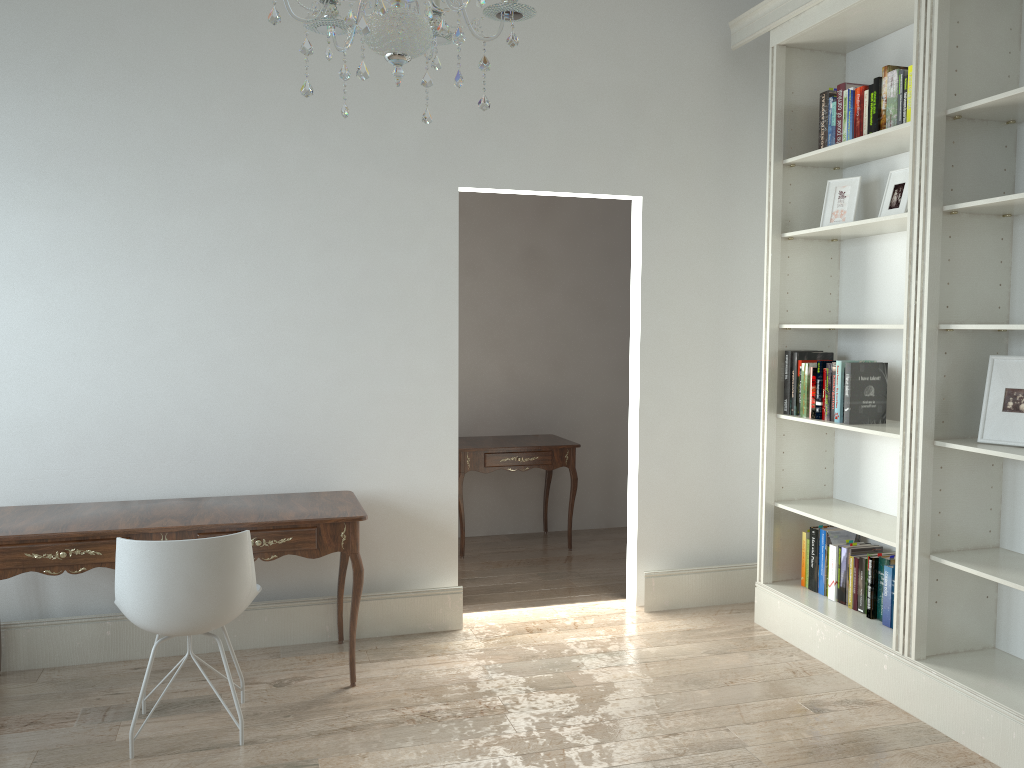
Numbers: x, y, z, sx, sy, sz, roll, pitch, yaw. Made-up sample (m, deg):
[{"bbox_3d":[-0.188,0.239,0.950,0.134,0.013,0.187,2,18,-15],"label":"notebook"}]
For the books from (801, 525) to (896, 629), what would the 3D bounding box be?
[{"bbox_3d":[1.524,0.798,3.718,0.207,0.302,0.762,-1,4,-16],"label":"books"}]

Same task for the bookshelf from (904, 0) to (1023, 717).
[{"bbox_3d":[1.753,-0.235,2.722,0.399,2.523,0.972,-1,4,-17],"label":"bookshelf"}]

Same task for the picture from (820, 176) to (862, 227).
[{"bbox_3d":[1.432,-0.780,3.852,0.094,0.228,0.153,-3,5,-41],"label":"picture"}]

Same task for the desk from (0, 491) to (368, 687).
[{"bbox_3d":[-1.308,0.821,3.408,1.443,0.668,0.555,-1,4,-17],"label":"desk"}]

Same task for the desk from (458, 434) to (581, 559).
[{"bbox_3d":[-0.034,0.690,5.565,0.800,0.668,0.555,-1,4,-17],"label":"desk"}]

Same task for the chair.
[{"bbox_3d":[-1.094,0.824,3.012,0.478,0.715,0.514,-1,4,-17],"label":"chair"}]

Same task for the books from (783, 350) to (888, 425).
[{"bbox_3d":[1.403,0.006,3.857,0.205,0.291,0.465,-1,4,-17],"label":"books"}]

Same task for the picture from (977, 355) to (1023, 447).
[{"bbox_3d":[1.722,0.056,2.990,0.127,0.300,0.231,-3,5,-41],"label":"picture"}]

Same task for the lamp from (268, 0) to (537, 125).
[{"bbox_3d":[-0.249,-1.897,1.915,0.648,2.542,0.577,4,5,43],"label":"lamp"}]

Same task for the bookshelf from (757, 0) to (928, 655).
[{"bbox_3d":[1.477,-0.297,3.652,0.399,2.523,0.972,-1,4,-17],"label":"bookshelf"}]

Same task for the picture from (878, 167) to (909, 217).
[{"bbox_3d":[1.574,-0.763,3.606,0.094,0.228,0.153,-1,4,-17],"label":"picture"}]

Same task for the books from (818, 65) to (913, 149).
[{"bbox_3d":[1.541,-1.128,3.624,0.201,0.301,0.691,-1,4,-16],"label":"books"}]
